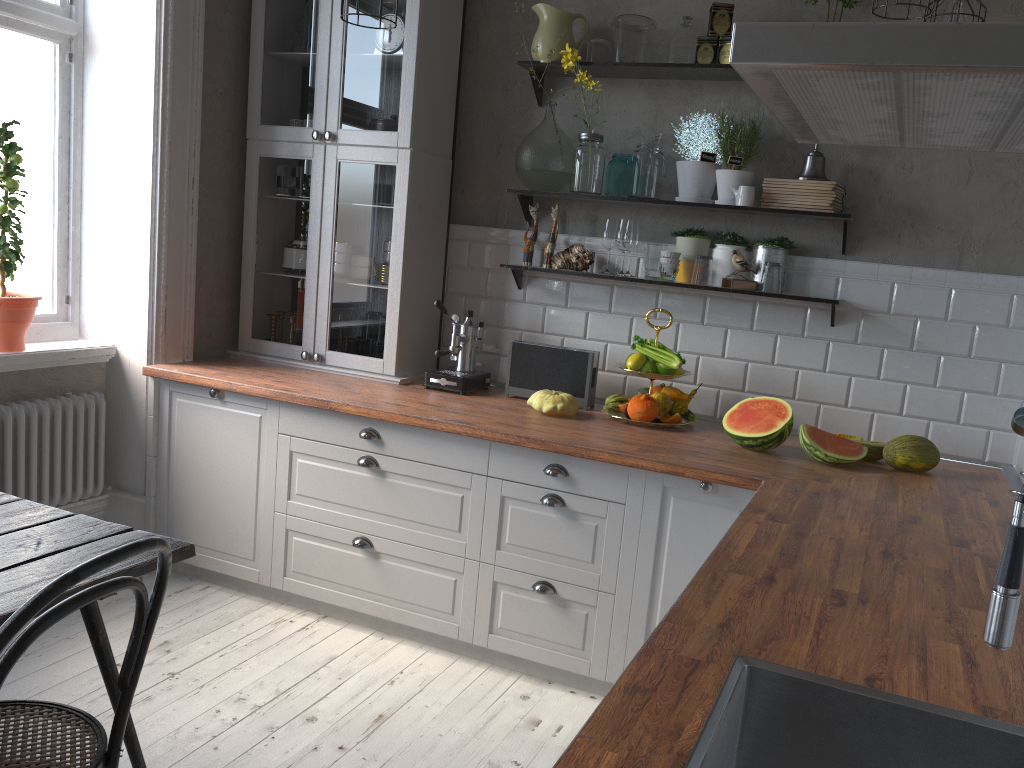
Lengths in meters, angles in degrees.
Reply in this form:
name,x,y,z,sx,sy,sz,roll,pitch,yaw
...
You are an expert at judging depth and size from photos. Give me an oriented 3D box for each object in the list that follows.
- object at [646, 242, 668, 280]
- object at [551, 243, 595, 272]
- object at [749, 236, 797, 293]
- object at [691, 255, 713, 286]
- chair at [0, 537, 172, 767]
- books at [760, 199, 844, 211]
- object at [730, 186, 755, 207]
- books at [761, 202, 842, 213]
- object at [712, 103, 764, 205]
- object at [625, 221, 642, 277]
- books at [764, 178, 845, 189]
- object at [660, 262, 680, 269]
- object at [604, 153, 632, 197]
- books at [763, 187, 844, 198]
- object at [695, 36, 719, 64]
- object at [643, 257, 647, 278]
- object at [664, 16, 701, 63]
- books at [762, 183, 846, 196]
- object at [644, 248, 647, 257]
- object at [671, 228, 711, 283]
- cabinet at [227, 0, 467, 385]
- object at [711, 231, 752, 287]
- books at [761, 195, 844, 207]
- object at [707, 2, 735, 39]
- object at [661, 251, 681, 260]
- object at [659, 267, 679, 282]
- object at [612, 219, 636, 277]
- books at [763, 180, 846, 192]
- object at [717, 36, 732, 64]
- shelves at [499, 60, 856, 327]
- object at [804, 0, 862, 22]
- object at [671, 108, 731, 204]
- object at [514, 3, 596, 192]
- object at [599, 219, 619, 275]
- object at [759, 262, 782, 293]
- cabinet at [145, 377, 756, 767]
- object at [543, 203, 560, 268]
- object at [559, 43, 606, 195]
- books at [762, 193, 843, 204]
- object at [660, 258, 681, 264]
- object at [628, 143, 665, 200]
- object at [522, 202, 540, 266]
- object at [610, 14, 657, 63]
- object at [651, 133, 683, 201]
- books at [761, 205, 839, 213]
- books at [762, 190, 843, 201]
name,x,y,z,sx,sy,sz,roll,pitch,yaw
object,0.549,-0.468,3.389,0.079,0.139,0.078,5,9,-5
object,0.243,-0.506,3.535,0.177,0.111,0.096,5,9,-1
object,0.978,-0.451,3.322,0.156,0.213,0.155,9,10,20
object,0.718,-0.428,3.336,0.077,0.108,0.078,8,9,16
chair,-0.924,0.682,1.587,0.542,0.920,0.444,9,9,20
books,1.052,-0.652,3.218,0.256,0.016,0.161,12,11,34
object,0.843,-0.677,3.201,0.064,0.071,0.104,-1,11,-37
books,1.051,-0.641,3.220,0.256,0.011,0.160,10,10,28
object,0.823,-0.844,3.260,0.186,0.380,0.167,3,9,-16
object,0.465,-0.531,3.479,0.081,0.216,0.082,7,9,8
books,1.059,-0.726,3.207,0.256,0.011,0.160,10,10,28
object,0.590,-0.428,3.329,0.076,0.051,0.078,8,9,15
object,0.433,-0.813,3.483,0.124,0.172,0.128,10,10,26
books,1.056,-0.694,3.212,0.256,0.011,0.160,10,10,28
object,0.720,-1.209,3.255,0.081,0.113,0.084,9,10,22
object,0.550,-0.454,3.473,0.076,0.083,0.079,13,12,40
object,0.658,-1.290,3.383,0.142,0.220,0.138,2,9,-18
books,1.057,-0.705,3.210,0.256,0.016,0.161,12,11,34
object,0.553,-0.486,3.468,0.076,0.083,0.079,13,12,40
object,0.681,-0.501,3.421,0.156,0.216,0.156,6,9,2
cabinet,-0.683,-0.998,3.741,0.867,1.919,0.393,9,10,22
object,0.825,-0.475,3.374,0.150,0.214,0.170,-2,11,-37
books,1.053,-0.662,3.217,0.256,0.016,0.161,11,11,31
object,0.756,-1.313,3.214,0.082,0.113,0.083,6,9,3
object,0.594,-0.470,3.322,0.077,0.051,0.078,7,9,8
object,0.588,-0.411,3.331,0.076,0.051,0.078,8,9,15
object,0.430,-0.521,3.396,0.081,0.216,0.082,7,9,8
books,1.058,-0.715,3.208,0.256,0.016,0.161,11,11,31
object,0.798,-1.196,3.220,0.081,0.113,0.084,11,11,32
shelves,0.623,-0.720,3.382,1.297,0.922,0.232,9,10,21
object,1.135,-1.284,3.073,0.246,0.397,0.255,-3,12,-42
object,0.723,-0.858,3.357,0.240,0.354,0.239,13,12,40
object,0.129,-1.098,3.466,0.336,0.674,0.336,4,9,-9
object,0.388,-0.544,3.514,0.081,0.216,0.082,7,9,8
object,0.943,-0.387,3.218,0.077,0.108,0.078,8,9,16
cabinet,0.103,0.718,2.166,2.017,0.854,4.137,2,10,-20
object,0.167,-0.597,3.583,0.062,0.264,0.052,0,10,-31
object,0.262,-1.000,3.373,0.190,0.539,0.284,8,9,15
books,1.054,-0.673,3.215,0.256,0.011,0.160,10,10,28
object,0.592,-0.445,3.326,0.075,0.051,0.079,13,12,41
object,0.510,-0.801,3.354,0.127,0.206,0.122,-3,13,-44
object,0.078,-0.614,3.635,0.053,0.264,0.061,4,9,-6
object,0.455,-1.289,3.364,0.175,0.184,0.169,1,10,-28
object,0.596,-0.842,3.479,0.129,0.264,0.134,10,10,28
books,1.050,-0.630,3.222,0.257,0.011,0.160,10,10,25
books,1.055,-0.684,3.213,0.257,0.011,0.160,10,10,25
